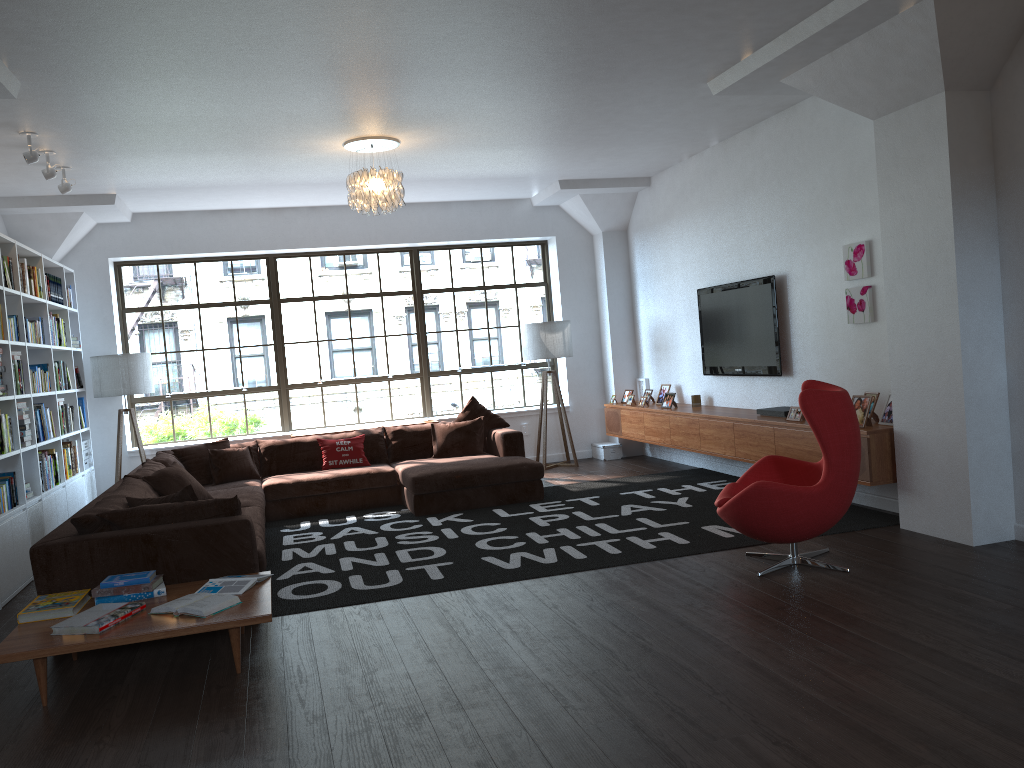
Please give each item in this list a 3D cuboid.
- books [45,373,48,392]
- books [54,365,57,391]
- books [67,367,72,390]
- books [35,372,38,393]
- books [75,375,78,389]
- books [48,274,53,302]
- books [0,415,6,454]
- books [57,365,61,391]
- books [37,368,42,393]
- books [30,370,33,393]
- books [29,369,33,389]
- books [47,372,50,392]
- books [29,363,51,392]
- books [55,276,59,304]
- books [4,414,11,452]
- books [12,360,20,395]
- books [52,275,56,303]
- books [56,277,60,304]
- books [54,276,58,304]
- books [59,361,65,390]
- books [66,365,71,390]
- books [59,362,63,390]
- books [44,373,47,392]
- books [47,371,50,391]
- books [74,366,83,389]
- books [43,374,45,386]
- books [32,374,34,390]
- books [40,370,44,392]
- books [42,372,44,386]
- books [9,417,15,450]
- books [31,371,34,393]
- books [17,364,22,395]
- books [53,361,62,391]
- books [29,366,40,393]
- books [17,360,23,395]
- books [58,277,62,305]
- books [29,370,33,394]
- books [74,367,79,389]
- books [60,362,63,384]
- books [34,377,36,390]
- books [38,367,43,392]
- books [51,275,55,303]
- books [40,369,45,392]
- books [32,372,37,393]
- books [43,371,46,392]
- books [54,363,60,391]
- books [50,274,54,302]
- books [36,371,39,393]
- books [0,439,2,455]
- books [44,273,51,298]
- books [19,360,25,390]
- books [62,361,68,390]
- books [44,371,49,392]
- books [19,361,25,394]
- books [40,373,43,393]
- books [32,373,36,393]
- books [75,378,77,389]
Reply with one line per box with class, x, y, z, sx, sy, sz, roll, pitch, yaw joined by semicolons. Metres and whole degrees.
books;-3.799;-0.006;7.123;0.110;0.153;0.018;-5;2;-15
books;-3.901;-0.044;7.409;0.161;0.223;0.032;-5;2;-15
books;-4.043;-0.044;7.932;0.161;0.207;0.135;-5;2;-16
books;-3.709;-0.006;6.814;0.106;0.162;0.030;-5;2;-15
books;-4.113;-0.055;8.185;0.161;0.218;0.101;-5;2;-15
books;-4.030;-0.809;7.567;0.183;0.253;0.042;-5;2;-15
books;-3.412;0.338;5.773;0.183;0.253;0.034;-5;2;-16
books;-3.928;-0.047;7.525;0.161;0.223;0.032;-5;2;-15
books;-3.749;-0.021;6.904;0.139;0.191;0.036;-5;2;-15
books;-3.683;-0.011;6.668;0.128;0.178;0.020;-5;2;-15
books;-3.696;-0.013;6.690;0.134;0.184;0.029;-5;2;-15
books;-3.806;-0.012;7.168;0.106;0.162;0.032;-5;2;-15
books;-3.841;-0.046;7.220;0.140;0.231;0.042;-5;2;-15
books;-4.090;-0.812;7.777;0.183;0.253;0.042;-5;2;-15
books;-3.473;0.336;5.944;0.183;0.253;0.034;-5;2;-16
books;-3.584;-0.040;6.256;0.174;0.251;0.051;-5;2;-15
books;-4.065;-0.811;7.693;0.183;0.253;0.042;-5;2;-15
books;-4.095;-0.813;7.820;0.183;0.253;0.042;-5;2;-15
books;-4.072;-0.812;7.736;0.183;0.253;0.042;-5;2;-15
books;-3.995;-0.066;7.703;0.180;0.259;0.042;-5;2;-15
books;-4.036;-0.057;7.875;0.174;0.236;0.142;-5;2;-16
books;-3.968;-0.059;7.628;0.171;0.246;0.039;-5;2;-15
books;-3.793;-0.006;7.106;0.110;0.153;0.019;-5;2;-15
books;-3.813;-0.015;7.192;0.107;0.167;0.017;-5;2;-15
books;-4.154;-0.055;8.335;0.182;0.215;0.188;-5;2;-15
books;-3.798;-0.017;7.065;0.128;0.178;0.022;-5;2;-15
books;-3.697;-0.009;6.735;0.109;0.171;0.017;-5;2;-15
books;-3.772;-0.016;6.997;0.128;0.178;0.022;-5;2;-15
books;-3.779;-0.016;7.017;0.128;0.178;0.021;-5;2;-15
books;-3.501;0.346;6.046;0.168;0.231;0.037;-5;2;-16
books;-3.701;-0.011;6.715;0.128;0.178;0.021;-5;2;-15
books;-3.597;-0.027;6.326;0.161;0.223;0.030;-5;2;-15
books;-3.953;-0.061;7.556;0.183;0.253;0.042;-5;2;-15
books;-3.744;-0.027;6.864;0.140;0.206;0.042;-5;2;-15
books;-3.621;-0.039;6.355;0.183;0.253;0.039;-5;2;-15
books;-4.107;-0.814;7.863;0.183;0.253;0.042;-5;2;-15
books;-3.676;-0.010;6.649;0.128;0.178;0.021;-5;2;-15
books;-4.138;-0.050;8.245;0.167;0.210;0.162;-5;2;-15
books;-3.982;-0.061;7.665;0.160;0.251;0.039;-5;2;-15
books;-3.702;-0.001;6.770;0.110;0.153;0.017;-5;2;-15
books;-3.773;-0.026;6.975;0.127;0.200;0.020;-5;2;-15
books;-4.056;-0.810;7.650;0.183;0.253;0.042;-5;2;-15
books;-3.793;-0.019;7.040;0.134;0.184;0.030;-5;2;-15
books;-3.708;-0.007;6.787;0.120;0.167;0.019;-5;2;-15
books;-3.794;-0.015;7.087;0.109;0.171;0.018;-5;2;-15
books;-3.912;-0.053;7.451;0.174;0.240;0.054;-5;2;-15
books;-4.042;-0.810;7.609;0.183;0.253;0.042;-5;2;-15
books;-3.715;-0.009;6.836;0.107;0.167;0.016;-5;2;-15
books;-3.412;0.346;5.732;0.174;0.240;0.045;-5;2;-16
books;-4.024;-0.808;7.523;0.183;0.253;0.042;-5;2;-15
books;-3.648;-0.041;6.457;0.160;0.251;0.036;-5;2;-15
books;-4.012;-0.065;7.788;0.183;0.253;0.042;-5;2;-15
books;-3.806;-0.013;7.141;0.120;0.167;0.020;-5;2;-15
books;-3.636;-0.039;6.422;0.171;0.246;0.036;-5;2;-15
books;-3.763;-0.024;6.943;0.136;0.196;0.045;-5;2;-15
books;-3.696;0.000;6.754;0.110;0.153;0.018;-5;2;-15
books;-4.102;-0.057;8.152;0.161;0.222;0.084;-5;2;-15
